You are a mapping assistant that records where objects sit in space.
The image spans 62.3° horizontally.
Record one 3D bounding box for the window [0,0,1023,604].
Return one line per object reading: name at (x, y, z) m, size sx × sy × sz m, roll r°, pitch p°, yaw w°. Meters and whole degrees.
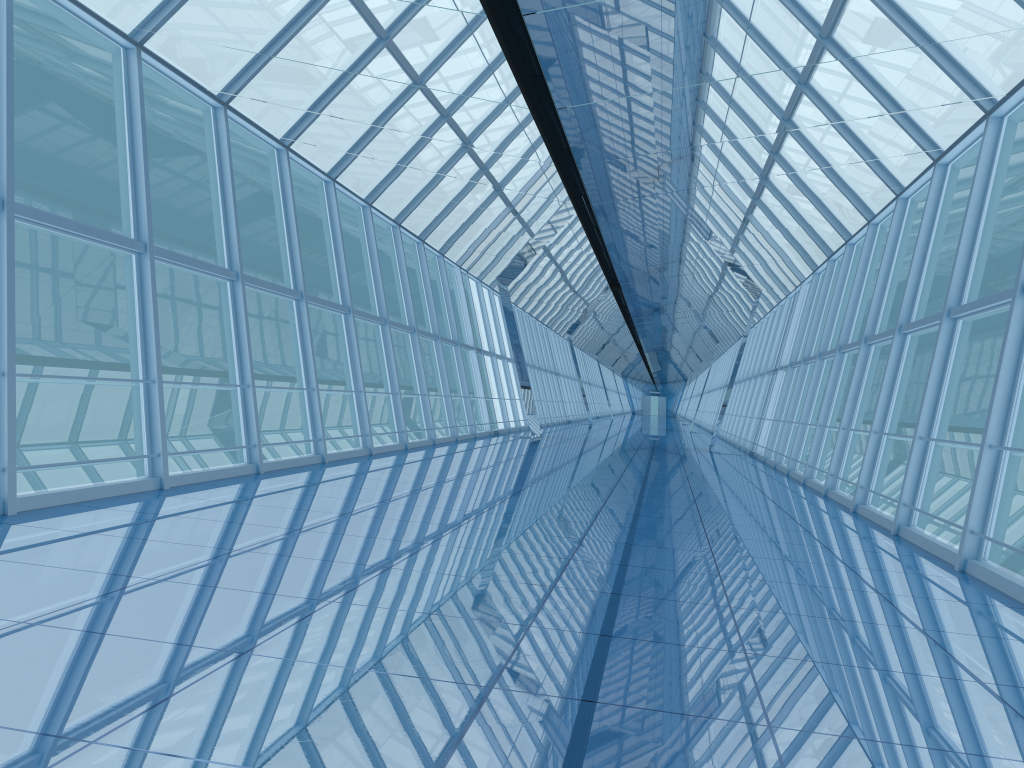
window at (7.834, -0.035, 49.923) m, size 9.948 × 4.930 × 105.367 m, roll 3°, pitch -1°, yaw 10°
